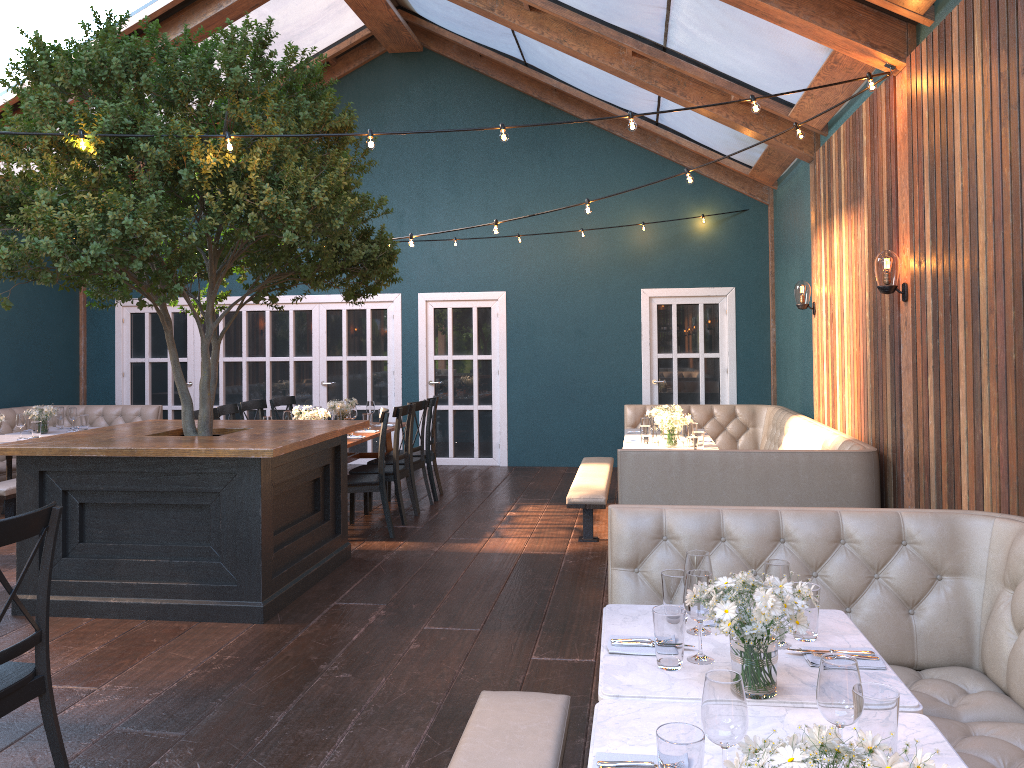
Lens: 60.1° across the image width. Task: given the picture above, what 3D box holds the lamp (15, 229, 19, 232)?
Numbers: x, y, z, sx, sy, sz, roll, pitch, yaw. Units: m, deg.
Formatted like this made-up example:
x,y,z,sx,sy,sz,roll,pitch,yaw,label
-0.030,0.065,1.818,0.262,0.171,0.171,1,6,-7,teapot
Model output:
x,y,z,sx,sy,sz,roll,pitch,yaw,label
-4.963,-1.590,8.893,0.059,0.119,0.056,-1,0,2,lamp

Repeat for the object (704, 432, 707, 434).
x,y,z,sx,sy,sz,roll,pitch,yaw,label
1.745,0.466,8.499,0.255,0.019,0.157,0,3,8,object

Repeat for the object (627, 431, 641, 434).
x,y,z,sx,sy,sz,roll,pitch,yaw,label
1.247,0.466,8.609,0.255,0.019,0.157,0,3,8,object

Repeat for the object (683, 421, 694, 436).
x,y,z,sx,sy,sz,roll,pitch,yaw,label
1.408,0.425,7.077,0.092,0.245,0.092,0,-1,-34,object

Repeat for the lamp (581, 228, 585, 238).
x,y,z,sx,sy,sz,roll,pitch,yaw,label
0.848,-1.805,10.570,0.056,0.119,0.061,-1,0,9,lamp

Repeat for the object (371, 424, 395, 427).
x,y,z,sx,sy,sz,roll,pitch,yaw,label
-1.313,0.417,9.002,0.255,0.019,0.157,0,3,8,object

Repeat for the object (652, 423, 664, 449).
x,y,z,sx,sy,sz,roll,pitch,yaw,label
1.148,0.434,6.945,0.092,0.245,0.092,0,-1,-34,object

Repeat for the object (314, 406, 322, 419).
x,y,z,sx,sy,sz,roll,pitch,yaw,label
-1.853,0.337,8.452,0.092,0.245,0.092,0,-1,-40,object

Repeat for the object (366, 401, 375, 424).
x,y,z,sx,sy,sz,roll,pitch,yaw,label
-1.459,0.300,9.130,0.092,0.245,0.092,0,-1,-40,object

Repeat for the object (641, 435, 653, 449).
x,y,z,sx,sy,sz,roll,pitch,yaw,label
1.052,0.481,6.892,0.092,0.158,0.092,-1,0,-6,object

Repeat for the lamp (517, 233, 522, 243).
x,y,z,sx,sy,sz,roll,pitch,yaw,label
0.092,-1.726,10.481,0.056,0.119,0.060,0,0,-40,lamp

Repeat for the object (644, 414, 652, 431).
x,y,z,sx,sy,sz,roll,pitch,yaw,label
1.362,0.385,8.832,0.092,0.158,0.092,-1,0,-6,object

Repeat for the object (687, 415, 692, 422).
x,y,z,sx,sy,sz,roll,pitch,yaw,label
1.718,0.389,8.665,0.092,0.158,0.092,-1,0,-6,object

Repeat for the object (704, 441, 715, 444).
x,y,z,sx,sy,sz,roll,pitch,yaw,label
1.635,0.505,7.706,0.255,0.019,0.157,0,3,8,object

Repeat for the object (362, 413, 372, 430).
x,y,z,sx,sy,sz,roll,pitch,yaw,label
-1.408,0.368,8.602,0.092,0.158,0.092,-1,0,34,object

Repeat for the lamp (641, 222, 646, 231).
x,y,z,sx,sy,sz,roll,pitch,yaw,label
1.587,-1.900,10.666,0.056,0.121,0.056,-1,0,29,lamp

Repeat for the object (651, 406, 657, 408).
x,y,z,sx,sy,sz,roll,pitch,yaw,label
1.414,0.346,8.737,0.092,0.245,0.092,0,-1,-40,object

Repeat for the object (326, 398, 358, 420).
x,y,z,sx,sy,sz,roll,pitch,yaw,label
-1.692,0.286,8.797,0.329,0.310,0.336,-1,1,6,object

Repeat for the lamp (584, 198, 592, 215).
x,y,z,sx,sy,sz,roll,pitch,yaw,label
0.547,-1.280,6.373,0.056,0.121,0.056,-1,0,-15,lamp

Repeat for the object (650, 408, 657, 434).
x,y,z,sx,sy,sz,roll,pitch,yaw,label
1.368,0.358,8.499,0.092,0.245,0.092,0,-1,-40,object

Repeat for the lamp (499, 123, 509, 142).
x,y,z,sx,sy,sz,roll,pitch,yaw,label
-0.045,-1.439,5.055,0.056,0.117,0.068,-1,0,5,lamp

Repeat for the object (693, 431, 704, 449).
x,y,z,sx,sy,sz,roll,pitch,yaw,label
1.504,0.465,7.128,0.092,0.158,0.092,-1,0,-6,object

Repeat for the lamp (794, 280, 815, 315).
x,y,z,sx,sy,sz,roll,pitch,yaw,label
2.677,-0.792,8.105,0.178,0.320,0.146,-1,0,8,lamp

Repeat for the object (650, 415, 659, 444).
x,y,z,sx,sy,sz,roll,pitch,yaw,label
1.254,0.395,7.735,0.092,0.245,0.092,0,-1,-34,object

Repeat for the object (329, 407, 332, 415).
x,y,z,sx,sy,sz,roll,pitch,yaw,label
-1.823,0.309,9.027,0.092,0.245,0.092,0,-1,-40,object

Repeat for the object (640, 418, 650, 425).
x,y,z,sx,sy,sz,roll,pitch,yaw,label
1.273,0.404,8.446,0.092,0.158,0.092,-1,0,-6,object

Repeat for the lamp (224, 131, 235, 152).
x,y,z,sx,sy,sz,roll,pitch,yaw,label
-1.545,-1.326,4.838,0.060,0.119,0.056,-1,0,-7,lamp

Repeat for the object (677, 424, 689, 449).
x,y,z,sx,sy,sz,roll,pitch,yaw,label
1.326,0.437,6.856,0.092,0.245,0.092,0,-1,-34,object

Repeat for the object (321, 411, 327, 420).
x,y,z,sx,sy,sz,roll,pitch,yaw,label
-1.919,0.355,8.974,0.092,0.158,0.092,-1,0,34,object

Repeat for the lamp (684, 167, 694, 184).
x,y,z,sx,sy,sz,roll,pitch,yaw,label
1.209,-1.418,6.026,0.056,0.118,0.066,0,0,-16,lamp

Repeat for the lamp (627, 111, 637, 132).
x,y,z,sx,sy,sz,roll,pitch,yaw,label
0.704,-1.539,5.179,0.056,0.121,0.056,-1,0,-10,lamp

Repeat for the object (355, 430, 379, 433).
x,y,z,sx,sy,sz,roll,pitch,yaw,label
-1.398,0.446,8.413,0.255,0.019,0.157,0,3,8,object

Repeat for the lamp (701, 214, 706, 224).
x,y,z,sx,sy,sz,roll,pitch,yaw,label
2.334,-2.009,10.765,0.056,0.121,0.056,-1,0,-10,lamp

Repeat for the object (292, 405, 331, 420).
x,y,z,sx,sy,sz,roll,pitch,yaw,label
-1.767,0.336,7.766,0.329,0.310,0.336,0,1,23,object

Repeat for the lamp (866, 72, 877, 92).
x,y,z,sx,sy,sz,roll,pitch,yaw,label
2.188,-1.837,5.381,0.056,0.120,0.056,-1,-1,37,lamp

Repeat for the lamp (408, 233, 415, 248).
x,y,z,sx,sy,sz,roll,pitch,yaw,label
-0.802,-1.145,7.064,0.056,0.121,0.056,-1,0,16,lamp

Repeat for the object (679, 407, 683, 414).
x,y,z,sx,sy,sz,roll,pitch,yaw,label
1.621,0.349,8.613,0.092,0.245,0.092,0,-1,-40,object

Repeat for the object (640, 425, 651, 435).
x,y,z,sx,sy,sz,roll,pitch,yaw,label
1.159,0.442,7.681,0.092,0.158,0.092,-1,0,-6,object

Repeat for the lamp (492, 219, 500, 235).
x,y,z,sx,sy,sz,roll,pitch,yaw,label
-0.123,-1.193,6.731,0.056,0.121,0.056,0,0,-16,lamp

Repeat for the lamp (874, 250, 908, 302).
x,y,z,sx,sy,sz,roll,pitch,yaw,label
2.299,-0.657,5.383,0.178,0.320,0.146,-1,0,8,lamp

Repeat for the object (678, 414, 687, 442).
x,y,z,sx,sy,sz,roll,pitch,yaw,label
1.511,0.389,7.820,0.092,0.245,0.092,0,-1,-34,object

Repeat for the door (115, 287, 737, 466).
x,y,z,sx,sy,sz,roll,pitch,yaw,label
-1.294,-0.065,11.431,8.170,2.213,0.173,0,-1,8,door

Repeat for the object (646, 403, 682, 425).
x,y,z,sx,sy,sz,roll,pitch,yaw,label
1.445,0.334,8.290,0.336,0.310,0.329,-1,1,-27,object

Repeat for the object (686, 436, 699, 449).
x,y,z,sx,sy,sz,roll,pitch,yaw,label
1.379,0.484,6.759,0.092,0.158,0.092,-1,0,-6,object

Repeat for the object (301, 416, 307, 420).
x,y,z,sx,sy,sz,roll,pitch,yaw,label
-1.963,0.383,8.403,0.092,0.158,0.092,-1,0,34,object

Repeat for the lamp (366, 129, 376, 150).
x,y,z,sx,sy,sz,roll,pitch,yaw,label
-0.790,-1.370,4.946,0.060,0.119,0.056,-1,0,32,lamp

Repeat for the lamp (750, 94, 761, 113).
x,y,z,sx,sy,sz,roll,pitch,yaw,label
1.447,-1.670,5.267,0.064,0.118,0.056,-1,0,17,lamp

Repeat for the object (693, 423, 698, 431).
x,y,z,sx,sy,sz,roll,pitch,yaw,label
1.608,0.428,7.872,0.092,0.158,0.092,-1,0,-6,object

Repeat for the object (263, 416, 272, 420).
x,y,z,sx,sy,sz,roll,pitch,yaw,label
-2.025,0.393,7.324,0.092,0.245,0.092,0,-1,-34,object

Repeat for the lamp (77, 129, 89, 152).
x,y,z,sx,sy,sz,roll,pitch,yaw,label
-2.297,-1.301,4.735,0.056,0.121,0.056,-1,-1,33,lamp

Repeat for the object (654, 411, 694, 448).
x,y,z,sx,sy,sz,roll,pitch,yaw,label
1.345,0.375,7.464,0.329,0.310,0.336,-1,1,-40,object

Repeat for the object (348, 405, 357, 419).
x,y,z,sx,sy,sz,roll,pitch,yaw,label
-1.539,0.329,8.534,0.092,0.245,0.092,0,-1,-40,object

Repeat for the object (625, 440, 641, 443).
x,y,z,sx,sy,sz,roll,pitch,yaw,label
1.133,0.504,7.844,0.255,0.019,0.157,0,3,8,object

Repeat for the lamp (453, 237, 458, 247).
x,y,z,sx,sy,sz,roll,pitch,yaw,label
-0.661,-1.663,10.365,0.059,0.119,0.056,-1,0,32,lamp

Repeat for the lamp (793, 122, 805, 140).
x,y,z,sx,sy,sz,roll,pitch,yaw,label
1.849,-1.628,5.696,0.073,0.115,0.056,-1,0,14,lamp

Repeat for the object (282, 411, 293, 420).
x,y,z,sx,sy,sz,roll,pitch,yaw,label
-2.003,0.365,7.896,0.092,0.245,0.092,0,-1,-34,object
